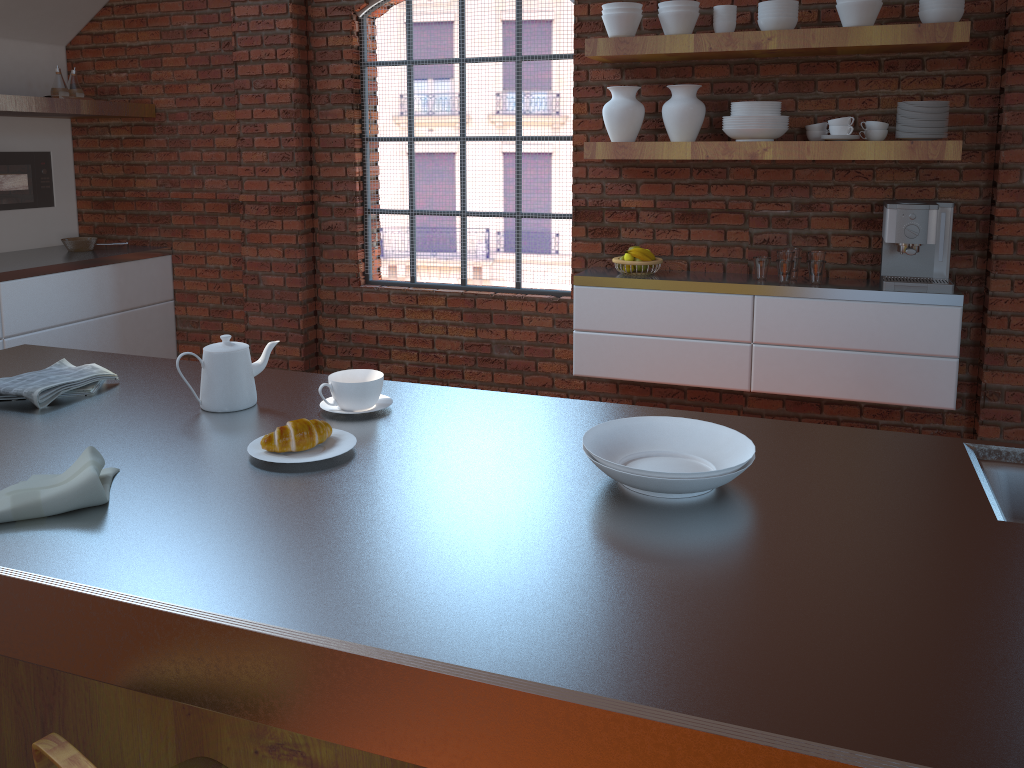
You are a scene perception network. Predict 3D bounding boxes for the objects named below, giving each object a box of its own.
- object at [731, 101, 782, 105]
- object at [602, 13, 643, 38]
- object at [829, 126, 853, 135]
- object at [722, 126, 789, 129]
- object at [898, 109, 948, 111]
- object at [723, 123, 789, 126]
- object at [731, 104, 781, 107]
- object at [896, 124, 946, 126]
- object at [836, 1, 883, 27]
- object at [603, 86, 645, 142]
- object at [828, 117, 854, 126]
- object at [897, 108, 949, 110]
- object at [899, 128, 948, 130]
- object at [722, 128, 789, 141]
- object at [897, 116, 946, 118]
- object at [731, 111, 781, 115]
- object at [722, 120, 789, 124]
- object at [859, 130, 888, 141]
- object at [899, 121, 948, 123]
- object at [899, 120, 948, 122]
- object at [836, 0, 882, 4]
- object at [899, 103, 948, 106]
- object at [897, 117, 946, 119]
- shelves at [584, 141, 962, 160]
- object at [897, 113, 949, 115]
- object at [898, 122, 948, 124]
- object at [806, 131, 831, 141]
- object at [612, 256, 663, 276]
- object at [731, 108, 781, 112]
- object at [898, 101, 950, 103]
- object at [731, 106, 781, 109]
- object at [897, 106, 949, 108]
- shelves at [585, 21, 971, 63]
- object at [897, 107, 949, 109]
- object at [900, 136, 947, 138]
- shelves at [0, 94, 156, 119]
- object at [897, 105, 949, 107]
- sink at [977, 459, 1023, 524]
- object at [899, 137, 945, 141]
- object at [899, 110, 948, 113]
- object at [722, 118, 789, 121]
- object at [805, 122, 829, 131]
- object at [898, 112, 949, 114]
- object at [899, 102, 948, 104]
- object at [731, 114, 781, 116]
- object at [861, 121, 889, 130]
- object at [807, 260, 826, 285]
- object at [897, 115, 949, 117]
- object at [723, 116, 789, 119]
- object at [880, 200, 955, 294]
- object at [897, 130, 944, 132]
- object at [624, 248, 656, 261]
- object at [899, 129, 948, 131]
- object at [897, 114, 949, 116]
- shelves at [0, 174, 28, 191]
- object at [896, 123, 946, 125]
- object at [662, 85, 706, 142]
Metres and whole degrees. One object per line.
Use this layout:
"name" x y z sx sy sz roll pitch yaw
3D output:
"object" 1.062 -1.197 3.831 0.214 0.054 0.219 3 15 11
"object" 0.490 -1.588 3.922 0.181 0.102 0.184 -9 16 -33
"object" 1.378 -1.058 3.690 0.092 0.046 0.101 3 14 14
"object" 1.062 -1.098 3.846 0.281 0.054 0.288 1 15 3
"object" 1.684 -1.116 3.608 0.196 0.013 0.197 11 19 36
"object" 1.062 -1.109 3.844 0.281 0.054 0.288 1 15 3
"object" 1.062 -1.187 3.833 0.214 0.054 0.219 3 15 11
"object" 1.684 -1.058 3.617 0.196 0.013 0.197 11 19 36
"object" 1.425 -1.508 3.618 0.180 0.102 0.185 -2 14 -9
"object" 0.513 -1.237 4.047 0.193 0.245 0.195 -6 13 -30
"object" 1.372 -1.089 3.685 0.092 0.057 0.102 1 13 4
"object" 1.684 -1.120 3.608 0.196 0.013 0.197 11 19 36
"object" 1.684 -1.044 3.619 0.196 0.013 0.197 11 19 36
"object" 1.062 -1.088 3.847 0.281 0.054 0.288 1 15 3
"object" 1.684 -1.088 3.612 0.196 0.013 0.197 11 19 36
"object" 1.062 -1.157 3.837 0.214 0.054 0.219 3 15 11
"object" 1.062 -1.119 3.843 0.281 0.054 0.288 1 15 3
"object" 1.541 -1.053 3.733 0.093 0.046 0.100 -10 17 -34
"object" 1.684 -1.071 3.615 0.196 0.013 0.197 11 19 36
"object" 1.684 -1.075 3.614 0.196 0.013 0.197 11 19 36
"object" 1.425 -1.529 3.615 0.180 0.102 0.185 -2 14 -9
"object" 1.684 -1.138 3.605 0.196 0.013 0.197 11 19 36
"object" 1.684 -1.084 3.613 0.196 0.013 0.197 11 19 36
"shelves" 1.103 -1.028 3.872 1.539 0.075 0.344 5 16 20
"object" 1.684 -1.102 3.610 0.196 0.013 0.197 11 19 36
"object" 1.684 -1.066 3.615 0.196 0.013 0.197 11 19 36
"object" 1.344 -1.090 3.873 0.092 0.046 0.101 0 14 0
"object" 0.590 -0.553 4.134 0.236 0.070 0.240 -6 16 -22
"object" 1.062 -1.168 3.836 0.214 0.054 0.219 3 15 11
"object" 1.684 -1.147 3.604 0.196 0.013 0.197 11 19 36
"object" 1.062 -1.178 3.834 0.214 0.054 0.219 3 15 11
"object" 1.684 -1.130 3.606 0.196 0.013 0.197 11 19 36
"shelves" 1.103 -1.469 3.808 1.539 0.075 0.344 5 16 20
"object" 1.684 -1.125 3.607 0.196 0.013 0.197 11 19 36
"object" 1.684 -1.012 3.623 0.196 0.013 0.197 11 19 36
"shelves" -2.751 -1.393 4.379 0.656 0.075 2.019 5 16 19
"object" 1.684 -1.133 3.606 0.196 0.013 0.197 11 19 36
"sink" 1.087 0.306 1.395 0.614 0.196 0.417 5 15 20
"object" 1.684 -1.007 3.624 0.196 0.013 0.197 11 19 36
"object" 1.684 -1.111 3.609 0.196 0.013 0.197 11 19 36
"object" 1.062 -1.128 3.841 0.281 0.054 0.288 1 15 3
"object" 1.338 -1.121 3.866 0.092 0.057 0.102 -3 14 -11
"object" 1.684 -1.106 3.610 0.196 0.013 0.197 11 19 36
"object" 1.684 -1.143 3.604 0.196 0.013 0.197 11 19 36
"object" 1.062 -1.147 3.839 0.214 0.054 0.219 3 15 11
"object" 1.544 -1.085 3.733 0.101 0.057 0.093 12 18 42
"object" 1.315 -0.483 3.807 0.078 0.102 0.079 7 13 32
"object" 1.684 -1.093 3.612 0.196 0.013 0.197 11 19 36
"object" 1.062 -1.138 3.840 0.281 0.054 0.288 1 15 3
"object" 1.700 -0.586 3.686 0.271 0.363 0.386 4 12 20
"object" 1.684 -1.034 3.620 0.196 0.013 0.197 11 19 36
"object" 0.611 -0.594 4.085 0.185 0.083 0.067 -9 14 -31
"object" 1.684 -1.039 3.619 0.196 0.013 0.197 11 19 36
"object" 1.684 -1.097 3.611 0.196 0.013 0.197 11 19 36
"shelves" -2.908 -0.906 4.009 0.656 0.075 1.088 5 16 19
"object" 1.684 -1.062 3.616 0.196 0.013 0.197 11 19 36
"object" 0.771 -1.212 3.953 0.192 0.245 0.196 -2 11 -8
